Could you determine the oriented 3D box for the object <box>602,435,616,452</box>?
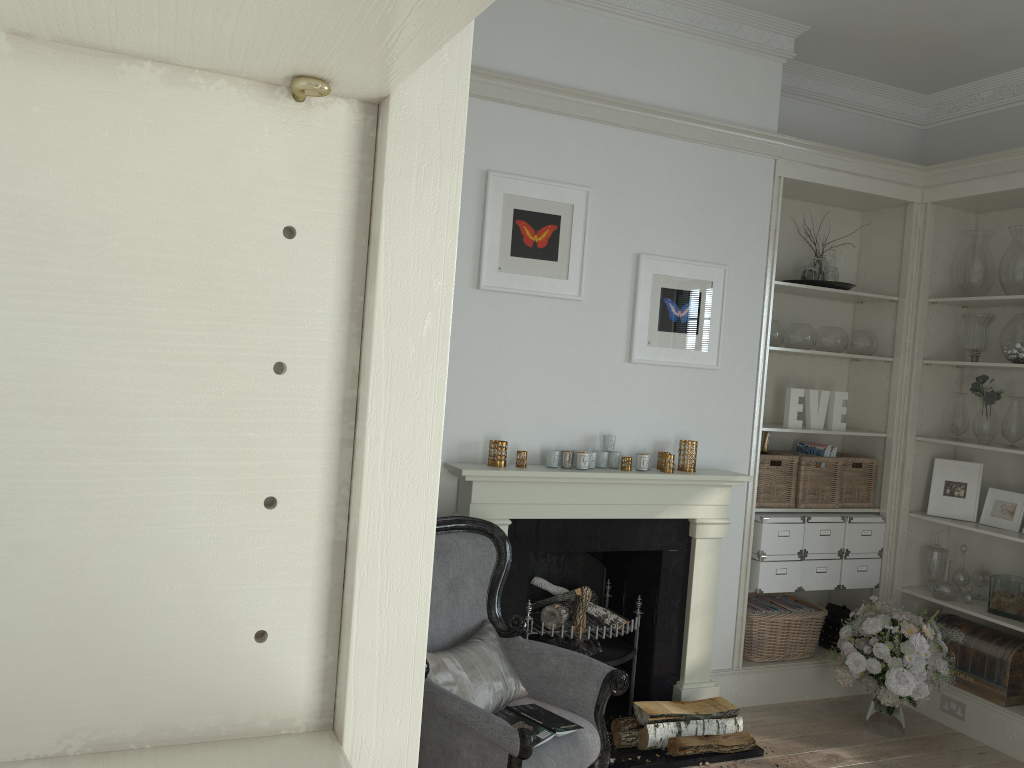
[{"bbox_3d":[0.433,0.266,3.959,0.060,0.073,0.060,5,2,32],"label":"object"}]

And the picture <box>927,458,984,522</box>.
[{"bbox_3d":[2.326,0.552,4.649,0.231,0.300,0.127,6,2,36],"label":"picture"}]

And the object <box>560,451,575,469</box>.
[{"bbox_3d":[0.238,0.328,3.831,0.060,0.073,0.060,5,2,32],"label":"object"}]

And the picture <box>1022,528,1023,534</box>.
[{"bbox_3d":[2.532,0.581,4.179,0.124,0.300,0.202,4,2,1],"label":"picture"}]

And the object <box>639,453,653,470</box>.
[{"bbox_3d":[0.604,0.351,4.019,0.060,0.073,0.060,5,2,32],"label":"object"}]

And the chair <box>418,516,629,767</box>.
[{"bbox_3d":[-0.089,1.032,3.040,0.763,1.024,0.778,5,2,31],"label":"chair"}]

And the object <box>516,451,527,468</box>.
[{"bbox_3d":[0.040,0.318,3.738,0.047,0.068,0.054,5,2,4],"label":"object"}]

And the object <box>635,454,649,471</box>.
[{"bbox_3d":[0.580,0.351,3.959,0.060,0.073,0.060,5,2,32],"label":"object"}]

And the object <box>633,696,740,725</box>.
[{"bbox_3d":[0.764,1.443,3.875,0.459,0.083,0.150,4,2,-22],"label":"object"}]

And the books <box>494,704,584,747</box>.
[{"bbox_3d":[0.063,1.130,2.959,0.224,0.046,0.304,6,2,41],"label":"books"}]

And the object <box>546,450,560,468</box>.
[{"bbox_3d":[0.173,0.323,3.813,0.060,0.073,0.060,5,2,32],"label":"object"}]

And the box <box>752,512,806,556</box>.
[{"bbox_3d":[1.273,0.748,4.604,0.270,0.191,0.400,4,2,-24],"label":"box"}]

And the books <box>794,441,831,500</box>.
[{"bbox_3d":[1.530,0.462,4.723,0.205,0.306,0.221,4,2,-24],"label":"books"}]

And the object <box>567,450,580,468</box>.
[{"bbox_3d":[0.267,0.328,3.892,0.060,0.073,0.060,5,2,32],"label":"object"}]

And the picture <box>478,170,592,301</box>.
[{"bbox_3d":[0.105,-0.630,3.812,0.494,0.496,0.024,4,2,-24],"label":"picture"}]

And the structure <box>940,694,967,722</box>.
[{"bbox_3d":[2.159,1.583,4.341,0.010,0.084,0.140,4,2,-24],"label":"structure"}]

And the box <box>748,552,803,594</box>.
[{"bbox_3d":[1.263,0.938,4.611,0.270,0.191,0.400,4,2,-24],"label":"box"}]

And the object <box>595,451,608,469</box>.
[{"bbox_3d":[0.396,0.337,3.945,0.060,0.073,0.060,5,2,32],"label":"object"}]

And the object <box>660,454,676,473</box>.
[{"bbox_3d":[0.699,0.356,3.982,0.060,0.079,0.060,6,2,38],"label":"object"}]

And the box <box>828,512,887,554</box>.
[{"bbox_3d":[1.775,0.781,4.825,0.270,0.191,0.400,4,2,-24],"label":"box"}]

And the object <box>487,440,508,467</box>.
[{"bbox_3d":[-0.060,0.292,3.719,0.080,0.104,0.080,5,2,34],"label":"object"}]

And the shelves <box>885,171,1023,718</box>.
[{"bbox_3d":[2.459,0.261,4.380,0.399,2.523,0.972,4,2,-24],"label":"shelves"}]

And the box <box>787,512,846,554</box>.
[{"bbox_3d":[1.524,0.764,4.728,0.270,0.191,0.400,4,2,-24],"label":"box"}]

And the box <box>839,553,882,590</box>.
[{"bbox_3d":[1.758,0.971,4.838,0.270,0.191,0.400,4,2,-24],"label":"box"}]

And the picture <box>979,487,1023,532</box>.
[{"bbox_3d":[2.483,0.629,4.443,0.124,0.192,0.206,4,2,-29],"label":"picture"}]

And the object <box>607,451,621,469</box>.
[{"bbox_3d":[0.457,0.341,3.973,0.060,0.073,0.060,5,2,32],"label":"object"}]

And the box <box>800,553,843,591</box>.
[{"bbox_3d":[1.505,0.954,4.727,0.270,0.191,0.400,4,2,-24],"label":"box"}]

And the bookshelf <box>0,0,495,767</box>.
[{"bbox_3d":[-0.064,0.182,0.084,0.399,2.523,0.972,4,2,-24],"label":"bookshelf"}]

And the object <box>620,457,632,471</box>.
[{"bbox_3d":[0.506,0.353,3.926,0.050,0.058,0.052,5,2,13],"label":"object"}]

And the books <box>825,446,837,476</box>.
[{"bbox_3d":[1.567,0.474,4.740,0.205,0.306,0.221,4,2,-24],"label":"books"}]

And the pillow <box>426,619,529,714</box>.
[{"bbox_3d":[-0.124,1.003,3.028,0.210,0.263,0.547,5,2,27],"label":"pillow"}]

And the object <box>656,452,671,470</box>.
[{"bbox_3d":[0.696,0.354,4.069,0.060,0.079,0.060,5,2,34],"label":"object"}]

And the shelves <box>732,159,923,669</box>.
[{"bbox_3d":[1.558,0.181,4.726,0.992,2.523,0.399,4,2,-24],"label":"shelves"}]

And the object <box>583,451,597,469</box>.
[{"bbox_3d":[0.338,0.334,3.881,0.060,0.073,0.060,4,2,-1],"label":"object"}]

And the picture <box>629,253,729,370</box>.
[{"bbox_3d":[0.784,-0.330,4.128,0.494,0.496,0.024,4,2,-24],"label":"picture"}]

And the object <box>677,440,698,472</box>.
[{"bbox_3d":[0.810,0.332,4.092,0.087,0.140,0.090,5,2,14],"label":"object"}]

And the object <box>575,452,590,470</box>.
[{"bbox_3d":[0.303,0.333,3.825,0.060,0.073,0.060,5,2,32],"label":"object"}]

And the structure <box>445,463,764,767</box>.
[{"bbox_3d":[0.313,0.961,4.032,1.432,1.191,1.026,4,2,-24],"label":"structure"}]
